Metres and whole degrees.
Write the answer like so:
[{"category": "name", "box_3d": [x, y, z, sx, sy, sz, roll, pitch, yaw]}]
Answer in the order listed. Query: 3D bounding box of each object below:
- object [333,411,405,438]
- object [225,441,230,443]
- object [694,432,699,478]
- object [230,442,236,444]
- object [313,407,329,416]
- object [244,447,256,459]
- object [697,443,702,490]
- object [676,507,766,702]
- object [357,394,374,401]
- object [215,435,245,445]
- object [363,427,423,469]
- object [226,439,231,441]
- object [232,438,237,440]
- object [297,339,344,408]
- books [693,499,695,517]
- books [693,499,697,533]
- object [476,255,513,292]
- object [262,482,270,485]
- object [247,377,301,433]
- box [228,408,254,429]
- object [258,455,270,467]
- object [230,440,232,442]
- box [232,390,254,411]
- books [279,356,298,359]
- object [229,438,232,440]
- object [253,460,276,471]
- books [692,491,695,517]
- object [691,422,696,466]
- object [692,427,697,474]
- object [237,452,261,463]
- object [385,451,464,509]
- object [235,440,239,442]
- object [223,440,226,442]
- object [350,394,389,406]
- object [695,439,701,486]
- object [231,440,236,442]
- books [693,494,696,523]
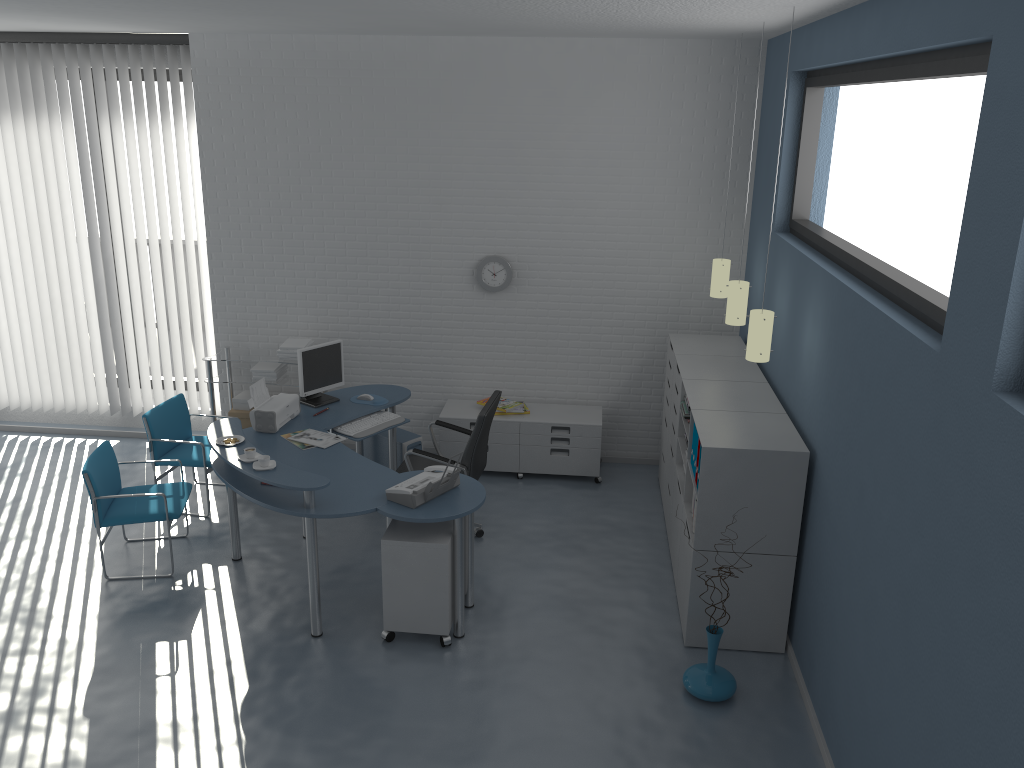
[{"category": "object", "box_3d": [-0.949, 0.260, 5.905, 0.276, 0.028, 0.478, 13, 21, 34]}, {"category": "object", "box_3d": [-1.596, 0.325, 4.979, 0.027, 0.005, 0.025, -4, 18, -14]}, {"category": "object", "box_3d": [1.071, 0.388, 4.717, 0.181, 0.247, 0.082, 3, 18, 5]}, {"category": "object", "box_3d": [-1.567, 0.330, 4.981, 0.027, 0.005, 0.025, -1, 18, -5]}, {"category": "object", "box_3d": [-1.273, 0.187, 5.914, 0.013, 0.013, 0.178, 8, 19, 22]}, {"category": "object", "box_3d": [-1.408, 0.372, 4.776, 0.062, 0.049, 0.078, 0, 18, -4]}, {"category": "object", "box_3d": [1.055, 0.438, 4.558, 0.181, 0.247, 0.082, 3, 18, 5]}, {"category": "object", "box_3d": [0.970, 1.063, 4.199, 0.312, 0.972, 0.357, -5, 19, -19]}, {"category": "object", "box_3d": [-1.023, 0.089, 6.193, 0.115, 0.035, 0.054, 6, 18, 14]}, {"category": "object", "box_3d": [-1.590, 0.321, 5.005, 0.162, 0.011, 0.162, -14, 23, -40]}, {"category": "object", "box_3d": [-0.884, 0.559, 6.601, 0.471, 0.422, 0.199, 15, 22, 38]}, {"category": "object", "box_3d": [-1.600, 0.316, 5.009, 0.025, 0.005, 0.027, 4, 18, 9]}, {"category": "object", "box_3d": [-1.572, 0.312, 5.023, 0.027, 0.005, 0.025, -13, 22, -37]}, {"category": "object", "box_3d": [-1.340, -0.078, 6.078, 0.212, 0.417, 0.365, 14, 22, 36]}, {"category": "books", "box_3d": [1.075, 0.649, 4.845, 0.157, 0.203, 0.032, 3, 18, 5]}, {"category": "books", "box_3d": [1.052, 0.705, 4.696, 0.173, 0.184, 0.032, 3, 18, 5]}, {"category": "object", "box_3d": [-0.134, -0.843, 6.783, 0.279, 0.277, 0.041, 3, 18, 5]}, {"category": "object", "box_3d": [-1.259, 0.546, 4.786, 0.200, 0.010, 0.011, 5, 18, 14]}, {"category": "object", "box_3d": [-1.528, 0.121, 5.678, 0.197, 0.273, 0.392, 4, 18, 10]}, {"category": "box", "box_3d": [-2.100, 0.234, 7.064, 0.207, 0.133, 0.347, 1, 18, 0]}, {"category": "object", "box_3d": [-1.300, 0.406, 4.673, 0.062, 0.049, 0.078, 10, 19, 25]}, {"category": "object", "box_3d": [-1.582, 0.322, 5.006, 0.025, 0.005, 0.027, -2, 18, -9]}, {"category": "box", "box_3d": [-2.098, 0.128, 7.030, 0.139, 0.090, 0.234, 4, 18, 9]}, {"category": "books", "box_3d": [-1.677, -0.240, 6.896, 0.190, 0.015, 0.270, 2, 18, 2]}, {"category": "object", "box_3d": [-1.602, 0.314, 5.031, 0.025, 0.005, 0.027, -15, 24, -41]}, {"category": "object", "box_3d": [-1.304, 0.431, 4.674, 0.119, 0.016, 0.119, -4, 18, -15]}, {"category": "books", "box_3d": [1.078, 0.643, 4.872, 0.157, 0.198, 0.022, 3, 18, 5]}, {"category": "object", "box_3d": [1.086, 0.338, 4.875, 0.181, 0.247, 0.082, 3, 18, 5]}, {"category": "object", "box_3d": [1.078, 0.363, 4.796, 0.181, 0.247, 0.082, 3, 18, 5]}, {"category": "object", "box_3d": [-1.408, 0.397, 4.776, 0.119, 0.016, 0.119, 17, 23, 40]}, {"category": "object", "box_3d": [-0.433, 0.449, 4.693, 0.399, 0.280, 0.405, 13, 21, 33]}, {"category": "object", "box_3d": [-1.555, 0.321, 5.011, 0.025, 0.005, 0.027, -8, 20, -26]}, {"category": "object", "box_3d": [-1.616, 0.322, 5.004, 0.027, 0.005, 0.025, 16, 23, 40]}, {"category": "object", "box_3d": [-0.990, 0.098, 6.194, 0.285, 0.026, 0.213, 7, 18, 17]}, {"category": "object", "box_3d": [1.063, 0.413, 4.637, 0.181, 0.247, 0.082, 3, 18, 5]}, {"category": "object", "box_3d": [-1.569, 0.322, 4.993, 0.025, 0.005, 0.027, 0, 18, -3]}, {"category": "books", "box_3d": [1.063, 0.668, 4.760, 0.166, 0.217, 0.038, 3, 18, 5]}]
